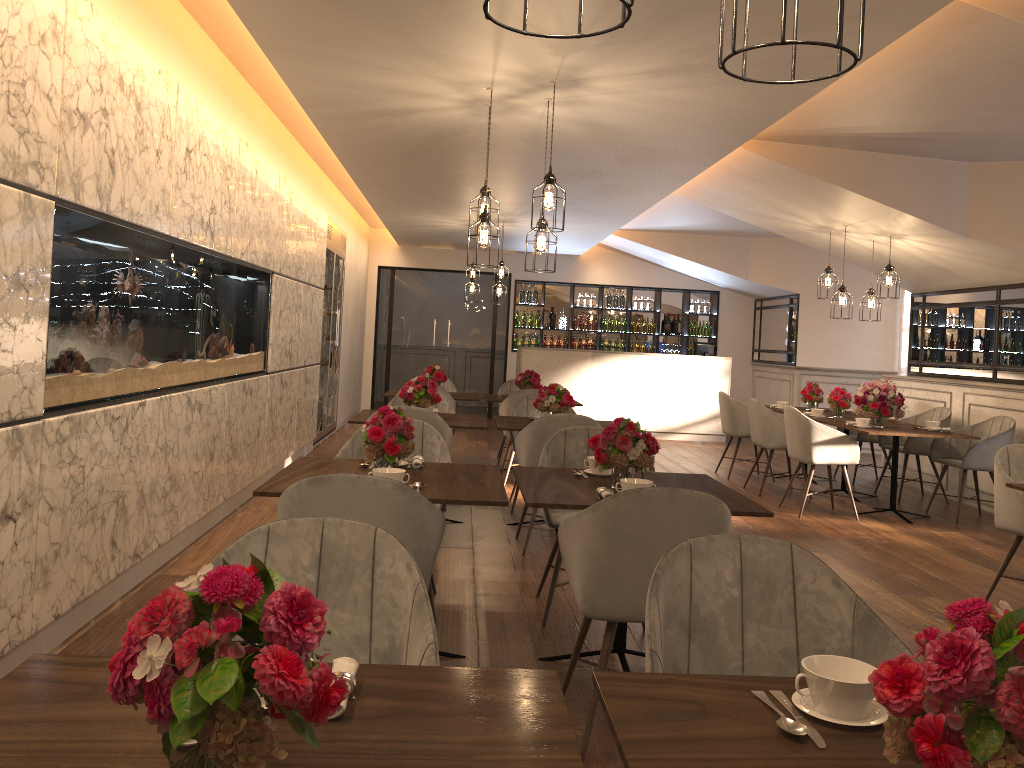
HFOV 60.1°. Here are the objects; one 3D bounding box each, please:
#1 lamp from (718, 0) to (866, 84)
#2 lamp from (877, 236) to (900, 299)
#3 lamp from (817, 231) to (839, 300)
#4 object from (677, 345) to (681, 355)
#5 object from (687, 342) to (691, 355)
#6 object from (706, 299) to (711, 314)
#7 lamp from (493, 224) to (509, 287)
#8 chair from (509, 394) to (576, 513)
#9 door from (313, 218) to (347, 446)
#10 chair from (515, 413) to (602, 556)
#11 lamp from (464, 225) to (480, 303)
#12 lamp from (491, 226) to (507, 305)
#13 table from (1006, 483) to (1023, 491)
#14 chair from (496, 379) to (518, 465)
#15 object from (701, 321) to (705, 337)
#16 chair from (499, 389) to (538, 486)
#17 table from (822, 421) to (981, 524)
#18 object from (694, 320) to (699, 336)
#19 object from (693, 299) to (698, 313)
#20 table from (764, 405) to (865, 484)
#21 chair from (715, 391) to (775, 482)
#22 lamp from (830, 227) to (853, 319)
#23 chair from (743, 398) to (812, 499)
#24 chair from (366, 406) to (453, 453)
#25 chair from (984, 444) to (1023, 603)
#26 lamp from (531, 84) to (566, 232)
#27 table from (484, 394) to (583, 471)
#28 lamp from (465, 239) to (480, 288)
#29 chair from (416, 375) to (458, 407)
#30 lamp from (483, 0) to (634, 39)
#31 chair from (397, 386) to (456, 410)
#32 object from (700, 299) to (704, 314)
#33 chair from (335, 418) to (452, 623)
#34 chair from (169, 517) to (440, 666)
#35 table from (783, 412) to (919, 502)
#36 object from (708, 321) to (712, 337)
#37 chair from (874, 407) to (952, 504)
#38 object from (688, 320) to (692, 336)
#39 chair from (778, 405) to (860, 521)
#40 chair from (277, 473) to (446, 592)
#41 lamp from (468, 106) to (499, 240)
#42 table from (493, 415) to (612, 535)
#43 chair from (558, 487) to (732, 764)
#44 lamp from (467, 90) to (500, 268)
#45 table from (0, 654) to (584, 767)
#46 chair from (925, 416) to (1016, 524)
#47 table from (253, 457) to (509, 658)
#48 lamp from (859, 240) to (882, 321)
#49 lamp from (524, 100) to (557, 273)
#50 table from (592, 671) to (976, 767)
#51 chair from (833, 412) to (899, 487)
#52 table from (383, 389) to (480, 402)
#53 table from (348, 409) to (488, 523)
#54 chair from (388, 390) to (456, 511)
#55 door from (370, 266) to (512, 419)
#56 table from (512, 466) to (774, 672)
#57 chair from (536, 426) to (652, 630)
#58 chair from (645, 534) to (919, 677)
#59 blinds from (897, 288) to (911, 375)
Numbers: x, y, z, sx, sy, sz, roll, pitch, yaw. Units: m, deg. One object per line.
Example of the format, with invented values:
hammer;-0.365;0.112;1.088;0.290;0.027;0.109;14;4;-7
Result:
lamp;0.423;-1.461;1.195;0.175;2.071;0.175;3;0;-2
lamp;3.382;-1.792;7.848;0.175;2.071;0.175;3;0;-2
lamp;3.028;-1.837;8.359;0.175;2.071;0.175;3;0;-2
object;2.686;-0.521;14.266;0.065;0.208;0.065;3;0;42
object;2.848;-0.543;14.276;0.065;0.263;0.066;3;0;-25
object;3.163;-1.246;14.266;0.070;0.236;0.041;3;0;-4
lamp;-0.079;-2.165;10.301;0.175;2.071;0.175;3;0;-2
chair;0.238;0.527;6.857;0.565;0.873;0.526;3;0;-3
door;-2.093;-0.609;10.303;0.134;2.469;1.858;3;1;-3
chair;0.298;0.597;5.530;0.565;0.873;0.526;3;0;-3
lamp;-0.425;-1.998;10.483;0.175;2.071;0.175;3;0;-2
lamp;-0.108;-1.989;10.627;0.175;2.071;0.175;3;0;-2
table;2.864;0.889;3.898;0.896;0.721;0.897;3;2;-3
chair;0.099;0.393;9.331;0.565;0.873;0.526;3;0;-3
object;3.087;-0.893;14.291;0.065;0.261;0.066;3;0;-25
chair;0.158;0.464;8.004;0.565;0.873;0.526;3;0;-3
table;3.155;0.731;7.302;0.896;0.721;0.897;3;2;-3
object;2.977;-0.899;14.284;0.065;0.261;0.066;3;0;-25
object;2.962;-1.256;14.254;0.070;0.236;0.041;3;0;-4
table;3.049;0.629;9.177;0.896;0.721;0.897;3;2;-3
chair;2.386;0.523;9.102;0.526;0.873;0.565;3;1;-3
lamp;3.036;-1.625;8.030;0.175;2.071;0.175;3;0;-2
chair;2.439;0.574;8.164;0.526;0.873;0.565;3;1;-3
chair;-0.659;0.551;5.477;0.565;0.873;0.526;3;0;-3
chair;2.791;0.776;4.566;0.565;0.873;0.526;3;0;-3
lamp;0.238;-1.841;4.655;0.175;2.071;0.175;3;0;-2
table;0.171;0.507;8.662;0.896;0.721;0.897;3;2;-3
lamp;-0.433;-2.209;10.812;0.175;2.071;0.175;3;0;-2
chair;-0.858;0.346;9.277;0.565;0.873;0.526;3;0;-3
lamp;0.106;-1.470;1.050;0.175;2.071;0.175;3;0;-2
chair;-0.798;0.417;7.950;0.565;0.873;0.526;3;0;-3
object;3.062;-1.251;14.260;0.070;0.236;0.041;3;0;-4
chair;-0.573;0.619;4.229;0.565;0.873;0.526;3;0;-3
chair;-0.434;0.753;1.756;0.565;0.873;0.526;3;0;-3
table;3.102;0.680;8.240;0.896;0.721;0.897;3;2;-3
object;3.197;-0.888;14.297;0.065;0.261;0.066;3;0;-25
chair;3.762;0.637;8.257;0.526;0.873;0.565;3;1;-3
object;2.866;-0.905;14.278;0.065;0.263;0.066;3;0;-25
chair;2.492;0.624;7.227;0.526;0.873;0.565;3;1;-3
chair;-0.514;0.690;2.902;0.565;0.873;0.526;3;0;-3
lamp;-0.116;-1.886;5.166;0.175;2.071;0.175;3;0;-2
table;0.310;0.640;6.189;0.896;0.721;0.897;3;2;-3
chair;0.443;0.737;2.956;0.565;0.873;0.526;3;0;-3
lamp;-0.107;-1.674;4.837;0.175;2.071;0.175;3;0;-2
table;-0.361;0.866;1.087;0.896;0.721;0.897;3;2;-3
chair;3.815;0.688;7.319;0.526;0.873;0.565;3;1;-3
table;-0.501;0.733;3.561;0.896;0.721;0.897;3;2;-3
lamp;3.353;-1.616;8.174;0.175;2.071;0.175;3;0;-2
lamp;0.210;-1.665;4.981;0.175;2.071;0.175;3;0;-2
table;0.595;0.913;1.141;0.896;0.721;0.897;3;2;-3
chair;3.709;0.587;9.194;0.526;0.873;0.565;3;1;-3
table;-0.786;0.460;8.609;0.896;0.721;0.897;3;2;-3
table;-0.646;0.593;6.135;0.896;0.721;0.897;3;2;-3
chair;-0.718;0.480;6.804;0.565;0.873;0.526;3;0;-3
door;-1.123;-0.646;14.097;2.105;2.335;0.273;3;0;-3
table;0.455;0.779;3.615;0.896;0.721;0.897;3;2;-3
chair;0.383;0.666;4.283;0.565;0.873;0.526;3;0;-3
chair;0.523;0.799;1.809;0.565;0.873;0.526;3;0;-3
blinds;5.175;-0.361;11.116;0.134;2.699;1.381;3;0;-3
